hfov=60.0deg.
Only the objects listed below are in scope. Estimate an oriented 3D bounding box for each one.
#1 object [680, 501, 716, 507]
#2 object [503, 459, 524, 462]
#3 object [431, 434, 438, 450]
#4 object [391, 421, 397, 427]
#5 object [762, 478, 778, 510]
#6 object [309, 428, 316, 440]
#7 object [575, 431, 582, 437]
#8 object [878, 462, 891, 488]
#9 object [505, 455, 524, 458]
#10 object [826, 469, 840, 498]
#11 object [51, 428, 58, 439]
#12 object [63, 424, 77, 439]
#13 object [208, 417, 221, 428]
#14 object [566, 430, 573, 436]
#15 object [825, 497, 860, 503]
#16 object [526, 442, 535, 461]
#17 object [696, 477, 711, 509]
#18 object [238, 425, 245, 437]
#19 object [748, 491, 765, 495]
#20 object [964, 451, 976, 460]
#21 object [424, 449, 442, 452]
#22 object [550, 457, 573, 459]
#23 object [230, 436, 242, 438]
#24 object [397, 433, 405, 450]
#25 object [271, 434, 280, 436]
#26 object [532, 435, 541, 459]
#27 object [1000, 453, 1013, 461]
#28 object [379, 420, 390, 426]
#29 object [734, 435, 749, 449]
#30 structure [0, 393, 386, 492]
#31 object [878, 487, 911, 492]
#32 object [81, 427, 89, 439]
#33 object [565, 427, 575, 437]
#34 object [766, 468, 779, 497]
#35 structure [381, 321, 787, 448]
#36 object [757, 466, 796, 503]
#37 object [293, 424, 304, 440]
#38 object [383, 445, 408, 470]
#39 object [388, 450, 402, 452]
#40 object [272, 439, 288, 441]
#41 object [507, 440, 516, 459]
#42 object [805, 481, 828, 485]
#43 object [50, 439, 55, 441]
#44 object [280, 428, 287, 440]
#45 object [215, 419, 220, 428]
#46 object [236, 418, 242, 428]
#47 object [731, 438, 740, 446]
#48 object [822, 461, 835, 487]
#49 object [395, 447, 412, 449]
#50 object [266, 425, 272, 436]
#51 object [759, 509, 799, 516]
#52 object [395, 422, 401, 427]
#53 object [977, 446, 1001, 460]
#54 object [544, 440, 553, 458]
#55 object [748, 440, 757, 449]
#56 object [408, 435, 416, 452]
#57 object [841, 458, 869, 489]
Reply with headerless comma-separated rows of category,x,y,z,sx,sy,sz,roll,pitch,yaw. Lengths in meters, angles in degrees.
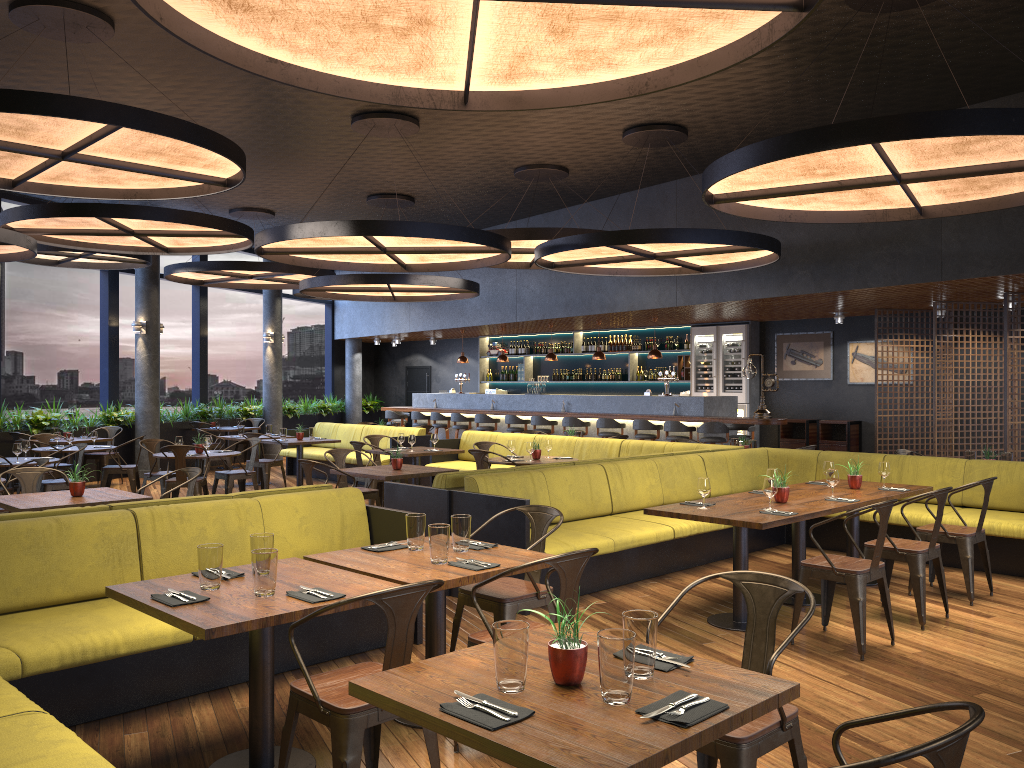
object,1.306,0.829,6.144,0.157,0.019,0.255,0,0,-44
object,0.028,0.829,9.664,0.255,0.019,0.157,0,0,-42
object,-0.983,0.735,11.266,0.097,0.206,0.097,0,0,37
object,-2.070,0.746,15.536,0.102,0.178,0.102,0,0,-9
object,1.722,0.735,5.919,0.097,0.206,0.097,0,0,1
object,-3.001,0.746,13.329,0.102,0.178,0.102,0,0,11
object,0.926,0.746,12.315,0.102,0.178,0.102,0,0,31
object,3.019,0.735,7.193,0.097,0.206,0.097,0,0,1
object,0.030,0.829,10.140,0.157,0.019,0.255,0,0,-38
object,2.370,0.735,6.556,0.097,0.206,0.097,0,0,1
object,-6.848,0.746,13.274,0.102,0.178,0.102,0,0,27
object,-6.731,0.700,13.440,0.260,0.271,0.238,0,0,-28
object,-5.760,0.700,17.006,0.260,0.271,0.238,0,0,-43
object,0.820,0.746,12.688,0.102,0.178,0.102,0,0,-9
object,2.356,0.829,6.382,0.157,0.019,0.255,0,0,-44
object,0.201,0.735,9.643,0.097,0.206,0.097,0,0,-6
object,1.291,0.735,5.970,0.097,0.206,0.097,0,0,1
object,-4.313,0.746,14.130,0.102,0.178,0.102,0,0,21
object,1.954,0.829,6.780,0.157,0.019,0.255,0,0,-44
object,4.485,0.746,8.680,0.102,0.178,0.102,0,0,-39
object,-0.998,0.829,11.093,0.157,0.019,0.255,0,0,-44
object,0.552,0.829,9.961,0.255,0.019,0.157,0,0,-12
object,-4.325,0.826,13.956,0.157,0.019,0.255,0,0,-45
object,-1.415,0.735,11.317,0.097,0.206,0.097,0,0,37
object,-3.829,0.826,14.398,0.157,0.019,0.255,0,0,-45
object,0.275,0.700,9.860,0.238,0.271,0.260,0,0,-23
object,4.716,0.746,8.457,0.102,0.178,0.102,0,0,-29
object,-2.224,0.700,15.104,0.238,0.271,0.260,0,0,-39
object,2.741,0.700,10.513,0.260,0.271,0.238,0,0,-43
structure,-6.261,0.893,16.375,0.808,1.413,17.112,0,0,20
object,3.004,0.829,7.019,0.157,0.019,0.255,0,0,-44
object,-6.523,0.746,13.548,0.102,0.178,0.102,0,0,37
object,0.841,0.700,12.464,0.238,0.271,0.260,0,0,-23
object,1.939,0.735,6.607,0.097,0.206,0.097,0,0,1
structure,1.402,0.250,16.705,2.700,2.700,9.298,0,0,-44
object,1.904,0.700,6.270,0.238,0.271,0.260,0,0,-23
object,-3.159,0.700,13.250,0.238,0.271,0.260,0,0,-6
object,-1.134,0.700,8.674,0.260,0.271,0.238,0,0,-9
object,-1.417,0.829,11.036,0.255,0.019,0.157,0,0,-44
object,-3.420,0.826,13.034,0.157,0.019,0.255,0,0,-45
object,-0.004,0.735,9.969,0.097,0.206,0.097,0,0,-20
object,2.602,0.829,7.417,0.157,0.019,0.255,0,0,-44
object,-6.859,0.826,13.108,0.255,0.019,0.157,0,0,21
object,-3.407,0.746,13.208,0.102,0.178,0.102,0,0,-39
object,-5.569,0.746,16.761,0.102,0.178,0.102,0,0,27
object,-5.245,0.746,17.035,0.102,0.178,0.102,0,0,37
object,2.705,0.746,10.747,0.102,0.178,0.102,0,0,31
object,2.587,0.735,7.244,0.097,0.206,0.097,0,0,1
object,-1.400,0.829,11.491,0.157,0.019,0.255,0,0,-44
object,-3.906,0.746,14.250,0.102,0.178,0.102,0,0,21
object,1.707,0.829,5.745,0.157,0.019,0.255,0,0,-44
object,-1.949,0.746,15.130,0.102,0.178,0.102,0,0,31
object,4.617,0.700,8.604,0.260,0.271,0.238,0,0,-43
object,0.412,0.735,10.065,0.097,0.206,0.097,0,0,-3
object,2.819,0.746,10.389,0.102,0.178,0.102,0,0,31
object,-1.243,0.735,11.021,0.097,0.206,0.097,0,0,-44
object,2.741,0.700,7.094,0.238,0.271,0.260,0,0,-23
